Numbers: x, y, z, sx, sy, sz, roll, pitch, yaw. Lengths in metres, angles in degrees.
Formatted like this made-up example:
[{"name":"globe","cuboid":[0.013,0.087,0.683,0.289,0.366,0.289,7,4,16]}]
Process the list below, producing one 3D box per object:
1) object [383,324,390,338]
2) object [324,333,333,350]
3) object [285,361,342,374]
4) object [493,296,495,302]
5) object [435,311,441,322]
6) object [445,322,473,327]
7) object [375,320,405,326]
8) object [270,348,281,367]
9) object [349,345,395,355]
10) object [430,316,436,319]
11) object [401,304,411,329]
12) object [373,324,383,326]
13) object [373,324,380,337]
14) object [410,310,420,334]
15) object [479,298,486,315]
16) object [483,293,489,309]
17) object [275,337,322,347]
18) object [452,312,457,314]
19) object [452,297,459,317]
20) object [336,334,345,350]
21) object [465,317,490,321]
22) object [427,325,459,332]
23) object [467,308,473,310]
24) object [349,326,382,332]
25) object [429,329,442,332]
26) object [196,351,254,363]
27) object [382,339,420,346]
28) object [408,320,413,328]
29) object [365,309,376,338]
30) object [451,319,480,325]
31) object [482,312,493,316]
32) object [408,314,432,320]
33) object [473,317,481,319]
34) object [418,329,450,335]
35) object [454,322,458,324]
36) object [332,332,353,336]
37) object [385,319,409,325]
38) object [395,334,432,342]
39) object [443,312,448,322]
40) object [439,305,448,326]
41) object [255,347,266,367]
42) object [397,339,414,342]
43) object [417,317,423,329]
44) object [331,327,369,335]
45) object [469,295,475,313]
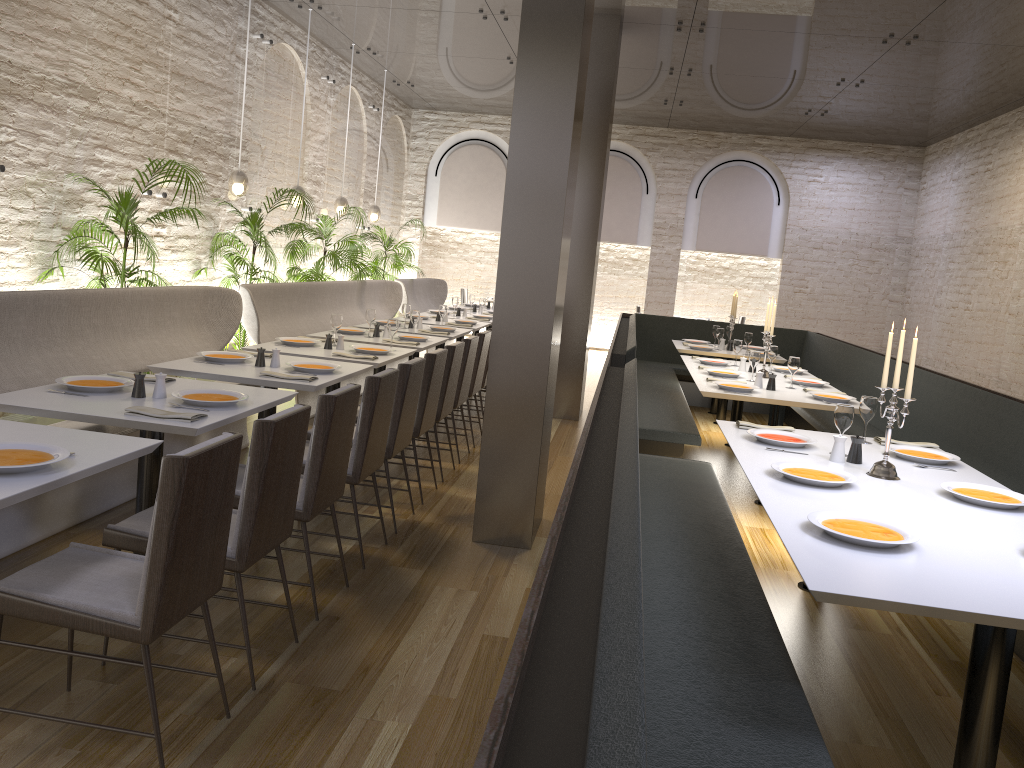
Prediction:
[{"name":"object","cuboid":[-1.038,-0.441,7.335,0.059,0.109,0.059,5,6,-1]},{"name":"object","cuboid":[-1.272,-0.297,6.150,0.059,0.109,0.059,7,6,15]},{"name":"object","cuboid":[-1.132,-0.092,5.063,0.321,0.036,0.323,3,8,-15]},{"name":"object","cuboid":[-0.221,-1.089,12.095,0.087,0.230,0.086,10,7,37]},{"name":"object","cuboid":[-0.796,-0.735,9.602,0.059,0.109,0.059,5,6,-1]},{"name":"object","cuboid":[-0.553,-0.619,9.279,0.273,0.033,0.143,6,8,7]},{"name":"object","cuboid":[-1.191,-0.585,8.547,0.321,0.036,0.323,3,8,-15]},{"name":"object","cuboid":[-1.351,-0.153,5.068,0.059,0.109,0.059,5,6,-1]},{"name":"object","cuboid":[-0.978,-0.234,6.182,0.323,0.036,0.321,13,11,42]},{"name":"object","cuboid":[-0.968,-0.766,10.039,0.273,0.033,0.143,6,8,7]},{"name":"object","cuboid":[-0.998,-0.635,8.319,0.086,0.230,0.087,0,8,-40]},{"name":"object","cuboid":[-1.221,-0.553,8.368,0.185,0.010,0.017,7,7,7]},{"name":"object","cuboid":[-1.114,-0.443,7.299,0.059,0.109,0.059,5,6,-1]},{"name":"object","cuboid":[-0.839,-0.521,7.613,0.086,0.230,0.086,7,6,13]},{"name":"object","cuboid":[-0.371,-0.952,11.011,0.087,0.230,0.086,10,7,37]},{"name":"object","cuboid":[-0.381,-1.202,12.792,0.087,0.230,0.086,10,7,37]},{"name":"object","cuboid":[-1.507,-0.294,6.252,0.323,0.036,0.321,13,11,42]},{"name":"object","cuboid":[-0.815,-0.906,11.143,0.273,0.033,0.143,6,8,7]},{"name":"object","cuboid":[-0.684,-0.924,10.596,0.087,0.230,0.086,10,7,37]},{"name":"object","cuboid":[-1.197,-0.295,6.187,0.059,0.109,0.059,7,6,15]},{"name":"object","cuboid":[-0.400,-0.759,10.383,0.273,0.033,0.143,6,8,7]},{"name":"object","cuboid":[-0.661,-0.525,8.477,0.321,0.036,0.323,3,8,-15]},{"name":"object","cuboid":[-0.665,-1.044,12.233,0.273,0.033,0.143,6,8,7]},{"name":"object","cuboid":[-1.286,-0.474,7.737,0.273,0.033,0.143,6,8,7]},{"name":"object","cuboid":[-0.692,-0.495,8.298,0.181,0.015,0.038,7,8,9]},{"name":"object","cuboid":[-1.662,-0.152,5.134,0.321,0.036,0.323,3,8,-15]},{"name":"object","cuboid":[-0.870,-0.327,6.976,0.273,0.033,0.143,6,8,7]},{"name":"object","cuboid":[-0.956,-0.588,8.446,0.059,0.109,0.059,5,6,-1]},{"name":"object","cuboid":[-1.152,-0.493,7.198,0.086,0.230,0.086,1,7,-35]},{"name":"object","cuboid":[-0.502,-0.671,9.633,0.321,0.036,0.323,3,8,-15]},{"name":"object","cuboid":[-0.250,-0.898,11.472,0.273,0.033,0.143,6,8,7]},{"name":"object","cuboid":[-1.031,-0.732,9.704,0.321,0.036,0.323,3,8,-15]},{"name":"object","cuboid":[-0.380,-0.781,10.558,0.181,0.015,0.038,7,8,9]},{"name":"object","cuboid":[-0.712,-0.473,8.123,0.273,0.033,0.143,6,8,7]},{"name":"object","cuboid":[-0.532,-0.641,9.454,0.181,0.015,0.038,7,8,9]},{"name":"object","cuboid":[-1.379,-0.407,7.221,0.185,0.010,0.017,7,7,7]},{"name":"object","cuboid":[-1.127,-0.619,8.883,0.273,0.033,0.143,6,8,7]},{"name":"object","cuboid":[-0.819,-0.379,7.331,0.321,0.036,0.323,4,8,-10]},{"name":"object","cuboid":[-0.721,-0.733,9.638,0.059,0.109,0.059,5,6,-1]},{"name":"object","cuboid":[-0.685,-0.663,8.735,0.086,0.230,0.087,0,8,-40]},{"name":"object","cuboid":[-1.427,-0.155,5.032,0.059,0.109,0.059,5,6,-1]},{"name":"object","cuboid":[-0.850,-0.349,7.151,0.181,0.015,0.038,7,8,9]},{"name":"object","cuboid":[-0.880,-0.586,8.482,0.059,0.109,0.059,5,6,-1]},{"name":"object","cuboid":[-1.349,-0.440,7.401,0.321,0.036,0.323,4,8,-10]},{"name":"object","cuboid":[-0.534,-1.061,11.679,0.087,0.230,0.086,10,7,37]}]
